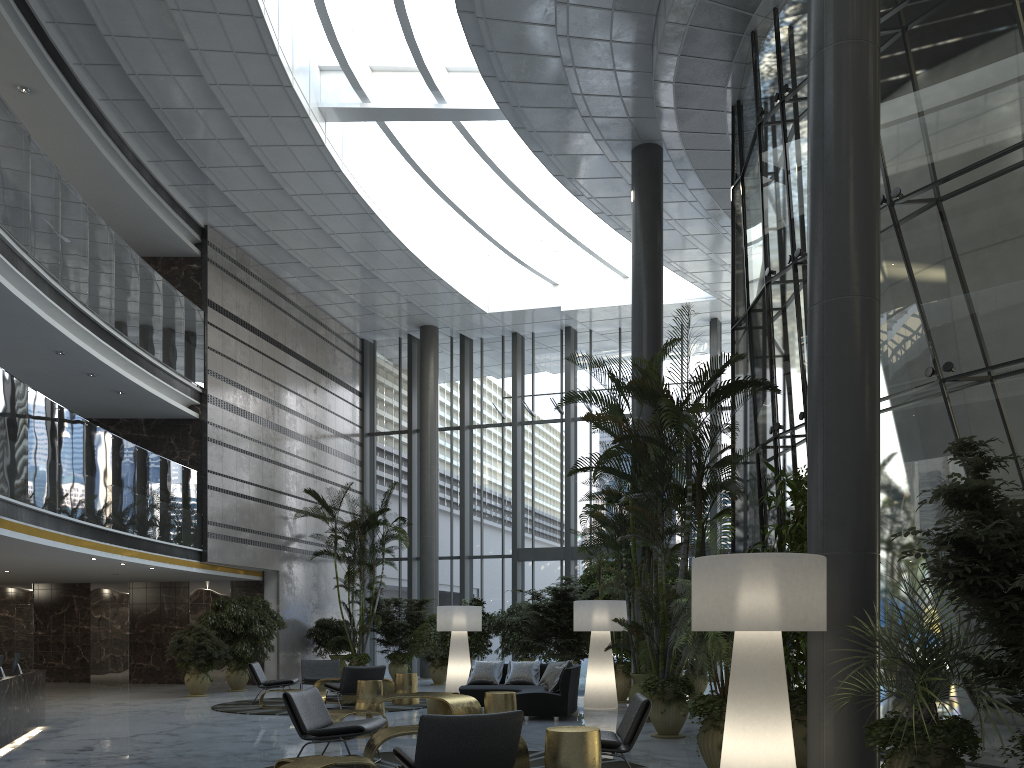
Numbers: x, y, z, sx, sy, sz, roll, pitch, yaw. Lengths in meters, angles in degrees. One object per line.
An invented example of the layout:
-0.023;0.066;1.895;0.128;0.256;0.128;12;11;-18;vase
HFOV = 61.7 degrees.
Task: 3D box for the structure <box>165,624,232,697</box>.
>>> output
-5.737;5.021;15.575;1.187;1.309;1.213;-4;-8;29;structure

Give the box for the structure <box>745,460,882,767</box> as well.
2.512;1.952;7.301;1.147;2.683;1.054;0;-2;-10;structure

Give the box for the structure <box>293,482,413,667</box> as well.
-3.460;4.423;19.208;2.495;4.601;2.512;-2;-4;23;structure

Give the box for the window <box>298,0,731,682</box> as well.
-1.531;0.280;14.130;13.449;9.833;19.426;-6;-14;30;window

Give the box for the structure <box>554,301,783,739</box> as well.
1.687;1.654;9.606;2.442;4.600;2.570;0;-4;-2;structure

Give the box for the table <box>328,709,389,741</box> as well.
-1.894;3.847;9.699;0.794;0.283;0.960;-14;-20;43;table

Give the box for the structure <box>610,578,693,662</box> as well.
2.337;4.405;14.796;1.618;2.099;1.559;4;-7;-31;structure

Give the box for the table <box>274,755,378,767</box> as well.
-1.361;2.760;5.988;0.743;0.265;0.899;-14;-20;43;table

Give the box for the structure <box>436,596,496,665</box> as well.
-0.953;5.523;18.395;1.230;1.942;1.422;-4;-7;42;structure

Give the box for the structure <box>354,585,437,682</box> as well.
-2.673;5.848;20.104;1.862;2.262;1.908;0;-7;1;structure

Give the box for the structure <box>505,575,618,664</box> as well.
0.967;4.734;16.297;2.222;2.293;2.413;0;-8;4;structure

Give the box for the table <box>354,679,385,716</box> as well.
-2.031;4.472;12.231;0.438;0.490;0.458;-1;-8;12;table

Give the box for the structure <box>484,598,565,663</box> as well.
0.356;5.474;18.106;1.694;1.863;2.004;6;-11;-41;structure

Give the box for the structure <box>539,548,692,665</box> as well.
2.458;4.783;17.561;3.729;2.912;3.301;-6;-11;29;structure

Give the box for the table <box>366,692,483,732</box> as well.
-1.007;3.991;10.447;1.447;0.415;1.325;-3;-15;11;table

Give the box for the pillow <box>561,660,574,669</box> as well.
0.703;4.089;12.002;0.361;0.443;0.652;0;-11;0;pillow

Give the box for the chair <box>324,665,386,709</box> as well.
-2.343;4.531;12.808;0.749;0.659;0.724;7;-11;-38;chair

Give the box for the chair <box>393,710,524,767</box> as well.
-0.360;2.453;5.607;0.740;0.659;0.734;4;-10;-24;chair

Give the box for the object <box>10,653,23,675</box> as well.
-5.928;3.373;10.263;0.116;0.289;0.294;1;-8;-20;object

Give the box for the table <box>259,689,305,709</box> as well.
-3.446;4.802;13.066;0.752;0.265;0.888;2;-15;-8;table

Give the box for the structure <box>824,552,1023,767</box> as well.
2.413;1.805;5.055;1.413;1.672;1.293;4;-7;-31;structure

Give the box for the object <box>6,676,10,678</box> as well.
-6.060;3.502;10.226;0.073;0.010;0.269;5;-17;-19;object

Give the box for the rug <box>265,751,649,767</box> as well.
-0.503;3.122;6.734;3.498;0.018;3.718;-9;-18;28;rug

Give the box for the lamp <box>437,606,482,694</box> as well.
-0.987;4.998;16.071;0.824;1.651;0.866;-2;-4;34;lamp

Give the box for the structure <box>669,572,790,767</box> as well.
1.757;2.294;6.868;0.979;1.749;0.933;0;-4;-1;structure

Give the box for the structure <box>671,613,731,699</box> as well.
3.296;4.798;15.277;1.459;1.585;1.610;2;-8;-15;structure

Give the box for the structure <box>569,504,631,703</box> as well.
1.658;3.620;14.361;1.410;3.420;1.236;0;-2;2;structure

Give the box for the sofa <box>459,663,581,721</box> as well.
0.050;4.397;12.322;1.909;0.688;2.088;-3;-15;11;sofa

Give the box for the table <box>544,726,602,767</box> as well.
0.420;2.618;5.887;0.452;0.495;0.475;-2;-8;17;table

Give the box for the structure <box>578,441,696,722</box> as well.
1.698;2.636;11.406;1.647;3.683;2.082;0;-4;1;structure

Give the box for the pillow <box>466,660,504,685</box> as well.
-0.404;4.448;13.199;0.604;0.396;0.306;-3;-7;15;pillow

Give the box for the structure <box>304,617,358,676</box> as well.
-4.165;6.181;19.955;1.437;1.525;1.126;5;-7;-31;structure

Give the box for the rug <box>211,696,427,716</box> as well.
-2.954;5.170;13.835;3.592;0.018;3.624;4;-17;-15;rug

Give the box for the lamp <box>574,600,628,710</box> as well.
1.371;4.185;13.251;0.855;1.651;0.835;1;-4;-22;lamp

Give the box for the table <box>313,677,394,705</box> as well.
-2.524;5.025;14.061;1.236;0.389;1.361;13;-20;-42;table

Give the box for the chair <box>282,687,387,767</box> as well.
-1.523;2.968;7.393;0.724;0.659;0.749;-1;-9;6;chair

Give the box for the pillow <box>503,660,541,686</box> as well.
0.180;4.409;13.067;0.603;0.396;0.307;-4;-7;19;pillow

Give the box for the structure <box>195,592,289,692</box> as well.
-5.381;5.125;17.049;2.095;1.945;1.618;8;-10;-42;structure

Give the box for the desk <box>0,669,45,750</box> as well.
-6.126;3.474;9.138;1.620;0.688;3.214;5;-16;-19;desk

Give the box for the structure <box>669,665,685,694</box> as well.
2.611;4.894;13.928;0.437;0.628;0.459;-2;-6;21;structure

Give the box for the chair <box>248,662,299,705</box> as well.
-3.886;4.859;13.945;0.734;0.659;0.740;1;-9;-9;chair

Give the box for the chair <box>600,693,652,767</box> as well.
0.706;2.762;6.676;0.727;0.659;0.746;0;-9;1;chair

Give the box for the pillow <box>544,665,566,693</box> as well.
0.592;4.005;11.635;0.277;0.361;0.581;1;-12;-8;pillow

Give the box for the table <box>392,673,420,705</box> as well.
-1.706;4.900;13.787;0.441;0.490;0.455;0;-7;3;table

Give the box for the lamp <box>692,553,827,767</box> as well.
1.573;1.943;5.482;0.855;1.651;0.835;1;-4;-22;lamp

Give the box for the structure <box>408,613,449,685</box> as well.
-1.577;5.894;19.077;1.459;1.585;1.610;2;-8;-15;structure

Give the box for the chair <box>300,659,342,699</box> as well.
-3.334;5.175;15.040;0.736;0.659;0.737;3;-9;-19;chair

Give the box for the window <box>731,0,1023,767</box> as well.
5.765;1.043;13.249;4.177;7.810;16.041;-1;-13;18;window

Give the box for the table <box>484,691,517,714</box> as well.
-0.132;3.758;9.758;0.438;0.490;0.458;-1;-8;12;table

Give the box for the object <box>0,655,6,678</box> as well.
-5.605;3.116;9.374;0.116;0.289;0.294;1;-8;-20;object

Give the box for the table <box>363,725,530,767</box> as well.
-0.484;2.977;6.962;1.355;0.389;1.241;-3;-15;11;table

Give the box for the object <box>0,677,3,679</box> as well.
-5.998;3.445;10.042;0.065;0.017;0.036;6;-14;-20;object

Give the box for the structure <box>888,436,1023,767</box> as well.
2.969;1.314;4.451;1.736;2.294;2.291;-4;-9;35;structure

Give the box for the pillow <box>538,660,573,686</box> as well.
0.641;4.290;12.712;0.295;0.406;0.629;3;-11;-30;pillow
